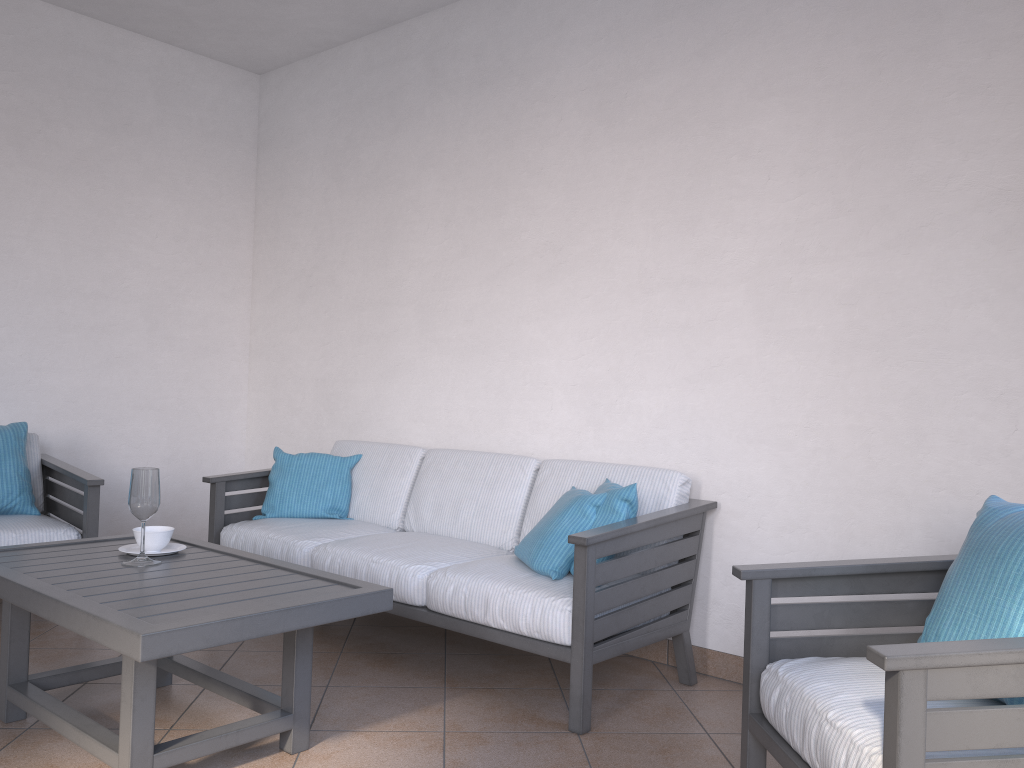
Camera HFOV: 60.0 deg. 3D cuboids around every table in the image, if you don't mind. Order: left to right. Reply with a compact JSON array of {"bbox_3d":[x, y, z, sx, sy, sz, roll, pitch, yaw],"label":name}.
[{"bbox_3d":[-1.038,0.770,2.557,1.260,0.473,0.710,1,-1,41],"label":"table"}]

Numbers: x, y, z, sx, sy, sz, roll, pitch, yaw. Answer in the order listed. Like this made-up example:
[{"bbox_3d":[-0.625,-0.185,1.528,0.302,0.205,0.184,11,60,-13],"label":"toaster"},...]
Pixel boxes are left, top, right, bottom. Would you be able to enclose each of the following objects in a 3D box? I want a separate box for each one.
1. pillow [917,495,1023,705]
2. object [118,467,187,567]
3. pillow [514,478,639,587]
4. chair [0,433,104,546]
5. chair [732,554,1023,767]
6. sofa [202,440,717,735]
[{"bbox_3d":[1.091,0.467,1.897,0.316,0.426,0.510,2,-1,-7],"label":"pillow"},{"bbox_3d":[-1.148,0.396,2.777,0.203,0.284,0.337,2,-1,2],"label":"object"},{"bbox_3d":[0.217,0.507,3.114,0.377,0.370,0.543,2,-1,-9],"label":"pillow"},{"bbox_3d":[-2.308,0.600,3.789,0.797,0.765,0.807,3,-1,-44],"label":"chair"},{"bbox_3d":[0.984,0.683,1.891,0.807,0.765,0.797,2,-1,-4],"label":"chair"},{"bbox_3d":[-0.339,0.665,3.635,2.161,0.765,0.807,1,-1,41],"label":"sofa"}]
